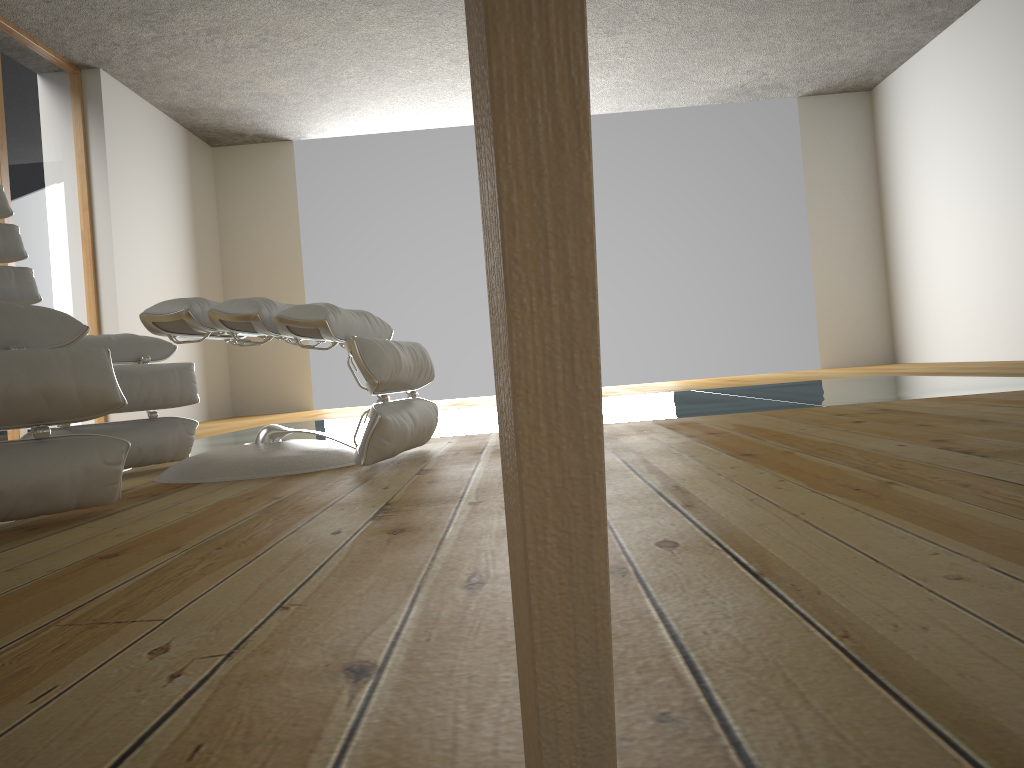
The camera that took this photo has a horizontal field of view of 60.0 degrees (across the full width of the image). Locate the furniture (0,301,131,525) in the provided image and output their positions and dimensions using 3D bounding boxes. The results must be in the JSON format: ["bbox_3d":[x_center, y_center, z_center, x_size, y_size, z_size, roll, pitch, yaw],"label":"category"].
[{"bbox_3d":[-1.126,0.044,1.573,0.685,0.439,0.570,-4,0,36],"label":"furniture"}]

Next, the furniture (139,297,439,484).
[{"bbox_3d":[-0.577,-0.009,2.275,0.686,0.439,0.569,-5,0,8],"label":"furniture"}]

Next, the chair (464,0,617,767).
[{"bbox_3d":[-0.138,-0.306,0.101,0.404,1.017,0.506,-5,-1,-10],"label":"chair"}]

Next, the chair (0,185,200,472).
[{"bbox_3d":[-1.449,-0.207,2.564,0.913,0.969,0.570,-5,-1,26],"label":"chair"}]
